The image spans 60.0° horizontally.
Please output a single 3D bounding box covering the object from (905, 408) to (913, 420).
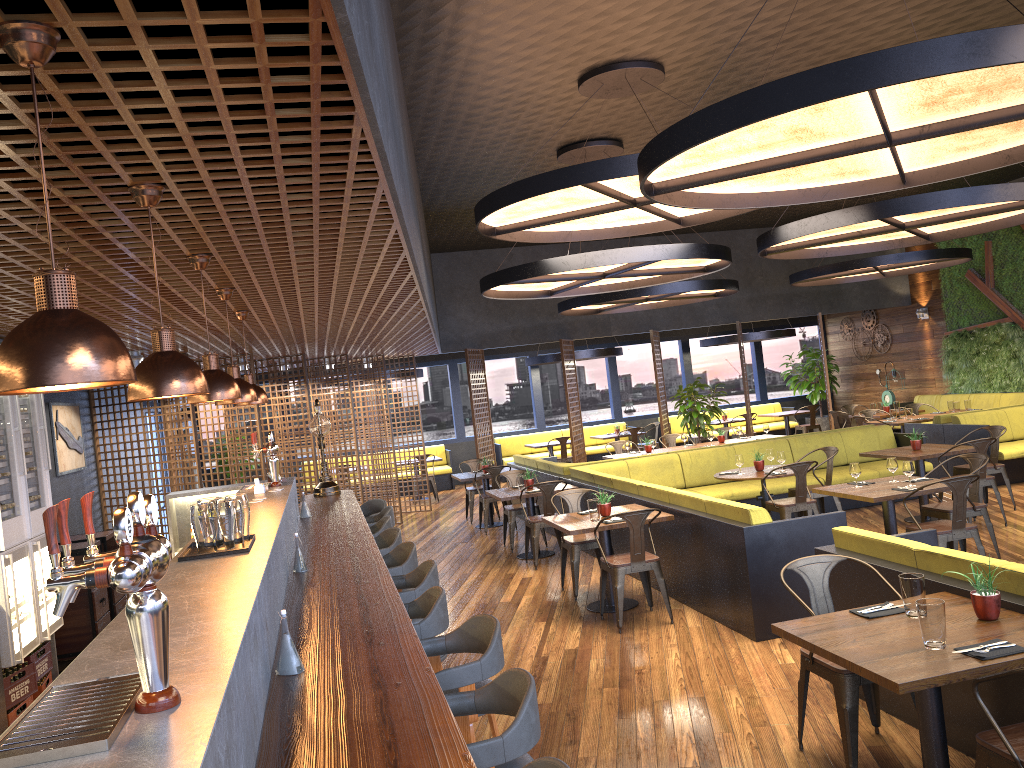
[{"bbox_3d":[6.110,0.463,13.644,0.102,0.178,0.102,-7,0,23],"label":"object"}]

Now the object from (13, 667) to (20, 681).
[{"bbox_3d":[-3.323,2.002,5.945,0.057,0.205,0.056,-6,0,-26],"label":"object"}]

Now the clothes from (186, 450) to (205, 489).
[{"bbox_3d":[-5.731,1.921,16.182,0.401,1.494,0.423,-6,0,-17],"label":"clothes"}]

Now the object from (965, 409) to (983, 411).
[{"bbox_3d":[7.337,0.407,14.056,0.157,0.019,0.255,-6,0,-13],"label":"object"}]

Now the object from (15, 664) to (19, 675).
[{"bbox_3d":[-3.387,2.010,6.083,0.056,0.205,0.056,-6,0,4],"label":"object"}]

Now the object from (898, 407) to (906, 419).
[{"bbox_3d":[6.164,0.459,14.004,0.102,0.178,0.102,-6,0,-27],"label":"object"}]

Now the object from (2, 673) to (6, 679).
[{"bbox_3d":[-3.324,2.002,5.816,0.056,0.205,0.057,-7,0,39],"label":"object"}]

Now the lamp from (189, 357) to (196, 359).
[{"bbox_3d":[-3.797,-0.217,10.299,0.228,0.172,0.228,-6,0,-13],"label":"lamp"}]

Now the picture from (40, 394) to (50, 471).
[{"bbox_3d":[-4.142,0.373,7.563,0.028,0.809,1.039,-6,0,-13],"label":"picture"}]

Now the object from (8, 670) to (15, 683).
[{"bbox_3d":[-3.321,2.002,5.881,0.056,0.205,0.057,-7,0,14],"label":"object"}]

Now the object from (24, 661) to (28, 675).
[{"bbox_3d":[-3.322,2.003,6.078,0.057,0.205,0.056,-6,0,-1],"label":"object"}]

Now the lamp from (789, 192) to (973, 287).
[{"bbox_3d":[5.933,-2.496,14.558,2.778,1.362,2.778,-7,0,42],"label":"lamp"}]

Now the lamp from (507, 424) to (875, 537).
[{"bbox_3d":[0.148,0.625,12.252,9.057,2.714,3.017,-6,0,-12],"label":"lamp"}]

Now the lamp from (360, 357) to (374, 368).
[{"bbox_3d":[-2.427,-0.351,14.886,0.228,0.172,0.228,-6,0,-13],"label":"lamp"}]

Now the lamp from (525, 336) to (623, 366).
[{"bbox_3d":[1.141,-1.555,17.985,1.979,2.172,1.979,-7,0,32],"label":"lamp"}]

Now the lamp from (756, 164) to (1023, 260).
[{"bbox_3d":[3.749,-2.199,8.654,2.778,1.475,2.778,-7,0,37],"label":"lamp"}]

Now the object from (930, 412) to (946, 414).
[{"bbox_3d":[6.876,0.460,14.286,0.157,0.019,0.255,-6,0,-13],"label":"object"}]

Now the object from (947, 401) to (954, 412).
[{"bbox_3d":[7.031,0.362,14.198,0.102,0.178,0.102,-6,0,-27],"label":"object"}]

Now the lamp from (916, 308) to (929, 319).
[{"bbox_3d":[8.121,-1.393,17.618,0.189,0.215,0.215,-6,0,-13],"label":"lamp"}]

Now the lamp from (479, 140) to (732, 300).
[{"bbox_3d":[0.952,-1.877,9.896,2.778,1.475,2.778,-6,0,-9],"label":"lamp"}]

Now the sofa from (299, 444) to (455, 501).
[{"bbox_3d":[-2.770,1.889,18.217,3.061,0.914,0.966,-6,0,-13],"label":"sofa"}]

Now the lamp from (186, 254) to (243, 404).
[{"bbox_3d":[-1.409,-0.254,4.097,0.250,0.673,0.250,-7,0,20],"label":"lamp"}]

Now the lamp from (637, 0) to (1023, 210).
[{"bbox_3d":[2.024,-2.021,4.932,2.778,1.475,2.778,-7,0,42],"label":"lamp"}]

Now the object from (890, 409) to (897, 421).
[{"bbox_3d":[5.938,0.484,13.799,0.102,0.178,0.102,-6,0,-27],"label":"object"}]

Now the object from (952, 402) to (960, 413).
[{"bbox_3d":[6.935,0.371,13.828,0.102,0.178,0.102,-7,0,23],"label":"object"}]

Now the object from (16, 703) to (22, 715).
[{"bbox_3d":[-3.318,2.229,5.959,0.057,0.205,0.056,-6,0,-36],"label":"object"}]

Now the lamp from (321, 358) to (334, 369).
[{"bbox_3d":[-2.824,-0.311,13.716,0.228,0.172,0.228,-6,0,-13],"label":"lamp"}]

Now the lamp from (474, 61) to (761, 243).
[{"bbox_3d":[1.006,-2.072,7.658,2.778,1.159,2.778,-7,0,38],"label":"lamp"}]

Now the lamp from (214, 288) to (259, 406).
[{"bbox_3d":[-1.657,-0.221,5.224,0.250,0.673,0.250,-7,0,20],"label":"lamp"}]

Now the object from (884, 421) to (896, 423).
[{"bbox_3d":[5.804,0.579,13.714,0.157,0.019,0.255,-6,0,-13],"label":"object"}]

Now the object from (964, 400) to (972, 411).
[{"bbox_3d":[7.186,0.343,13.972,0.102,0.178,0.102,-6,0,-27],"label":"object"}]

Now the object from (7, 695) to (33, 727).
[{"bbox_3d":[-3.409,2.259,5.916,0.277,0.206,0.416,-6,0,-9],"label":"object"}]

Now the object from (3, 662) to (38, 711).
[{"bbox_3d":[-3.421,2.033,5.919,0.277,0.206,0.416,-6,0,1],"label":"object"}]

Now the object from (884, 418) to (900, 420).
[{"bbox_3d":[6.062,0.551,14.104,0.157,0.019,0.255,-6,0,-13],"label":"object"}]

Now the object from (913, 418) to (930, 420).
[{"bbox_3d":[6.203,0.532,13.500,0.255,0.019,0.157,-6,0,-13],"label":"object"}]

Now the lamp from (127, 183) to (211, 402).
[{"bbox_3d":[-1.130,-0.292,2.830,0.250,0.673,0.250,-7,0,20],"label":"lamp"}]

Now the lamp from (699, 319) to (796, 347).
[{"bbox_3d":[4.874,-1.975,18.819,1.979,2.172,1.979,-6,0,-28],"label":"lamp"}]

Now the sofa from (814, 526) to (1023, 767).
[{"bbox_3d":[2.622,1.211,3.848,0.966,0.914,3.061,-6,0,-13],"label":"sofa"}]

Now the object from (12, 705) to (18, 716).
[{"bbox_3d":[-3.304,2.227,5.896,0.056,0.205,0.057,-6,0,4],"label":"object"}]

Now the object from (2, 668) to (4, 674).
[{"bbox_3d":[-3.454,2.018,6.016,0.057,0.205,0.056,-7,0,14],"label":"object"}]

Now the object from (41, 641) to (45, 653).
[{"bbox_3d":[-3.504,2.026,6.646,0.056,0.205,0.056,-6,0,-7],"label":"object"}]

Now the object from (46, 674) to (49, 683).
[{"bbox_3d":[-3.498,2.252,6.659,0.056,0.205,0.056,-6,0,-17],"label":"object"}]

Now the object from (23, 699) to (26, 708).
[{"bbox_3d":[-3.339,2.232,6.090,0.057,0.205,0.056,-6,0,-11],"label":"object"}]

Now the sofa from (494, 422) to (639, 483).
[{"bbox_3d":[1.182,1.445,19.101,3.061,0.914,0.966,-6,0,-13],"label":"sofa"}]

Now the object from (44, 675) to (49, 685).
[{"bbox_3d":[-3.472,2.249,6.598,0.056,0.205,0.056,-7,0,23],"label":"object"}]

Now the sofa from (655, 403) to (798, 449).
[{"bbox_3d":[4.859,1.033,19.923,3.061,0.914,0.966,-6,0,-13],"label":"sofa"}]

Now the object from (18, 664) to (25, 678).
[{"bbox_3d":[-3.326,2.003,6.016,0.056,0.205,0.057,-6,0,-36],"label":"object"}]

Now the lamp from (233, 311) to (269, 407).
[{"bbox_3d":[-1.917,-0.186,6.403,0.250,0.673,0.250,-7,0,20],"label":"lamp"}]

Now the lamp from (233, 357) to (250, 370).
[{"bbox_3d":[-3.483,-0.247,11.443,0.228,0.172,0.228,-6,0,-13],"label":"lamp"}]

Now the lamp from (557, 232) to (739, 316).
[{"bbox_3d":[2.021,-1.980,13.763,2.778,1.475,2.778,-6,0,-12],"label":"lamp"}]

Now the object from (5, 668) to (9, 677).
[{"bbox_3d":[-3.382,2.009,5.953,0.056,0.205,0.056,-7,0,39],"label":"object"}]

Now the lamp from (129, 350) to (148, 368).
[{"bbox_3d":[-3.696,-0.236,8.688,0.228,0.172,0.228,-6,0,-13],"label":"lamp"}]

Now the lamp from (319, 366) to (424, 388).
[{"bbox_3d":[-2.813,-1.111,17.100,1.979,2.172,1.979,-6,0,-6],"label":"lamp"}]

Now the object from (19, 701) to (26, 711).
[{"bbox_3d":[-3.333,2.231,6.028,0.057,0.205,0.056,-7,0,44],"label":"object"}]

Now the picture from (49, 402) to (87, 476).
[{"bbox_3d":[-4.407,0.533,8.829,0.028,0.697,1.039,-6,0,-13],"label":"picture"}]

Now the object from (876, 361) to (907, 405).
[{"bbox_3d":[7.854,0.335,18.260,0.459,1.615,0.848,-6,0,-13],"label":"object"}]

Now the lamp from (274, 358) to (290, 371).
[{"bbox_3d":[-3.247,-0.269,12.569,0.228,0.172,0.228,-6,0,-13],"label":"lamp"}]

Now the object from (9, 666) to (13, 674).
[{"bbox_3d":[-3.387,2.010,6.016,0.056,0.205,0.056,-6,0,-16],"label":"object"}]

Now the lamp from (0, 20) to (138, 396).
[{"bbox_3d":[-0.873,-0.326,1.665,0.250,0.673,0.250,-6,0,-25],"label":"lamp"}]
